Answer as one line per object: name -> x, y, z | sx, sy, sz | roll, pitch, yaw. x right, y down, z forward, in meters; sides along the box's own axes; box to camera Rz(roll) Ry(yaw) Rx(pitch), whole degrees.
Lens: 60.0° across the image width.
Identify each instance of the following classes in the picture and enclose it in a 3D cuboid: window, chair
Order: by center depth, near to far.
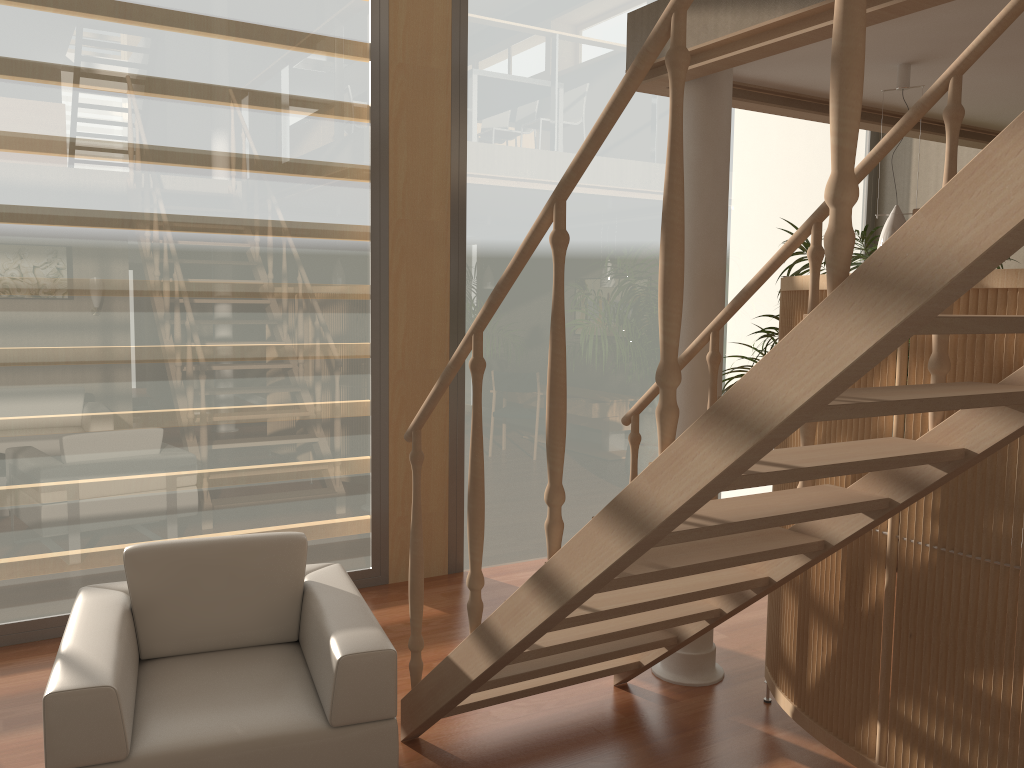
chair -> -0.890, 0.909, 2.742 | 0.900, 0.740, 0.905 | -1, 6, -21
window -> -1.642, -0.513, 4.101 | 2.095, 3.100, 0.020 | -2, 6, -31
window -> 1.178, -1.380, 5.714 | 3.340, 5.200, 0.020 | -2, 6, -31

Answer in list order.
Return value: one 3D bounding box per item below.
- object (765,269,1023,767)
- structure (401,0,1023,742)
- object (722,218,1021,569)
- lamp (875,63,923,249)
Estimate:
object -> 1.393, 0.473, 2.346 | 0.233, 1.542, 2.229 | -2, 6, -26
structure -> 0.844, -0.415, 1.886 | 1.000, 3.578, 3.150 | -2, 6, -31
object -> 2.283, 0.148, 5.289 | 2.157, 2.304, 2.109 | -3, 7, -38
lamp -> 1.523, -0.846, 3.491 | 0.139, 0.800, 0.139 | -1, 6, -16
